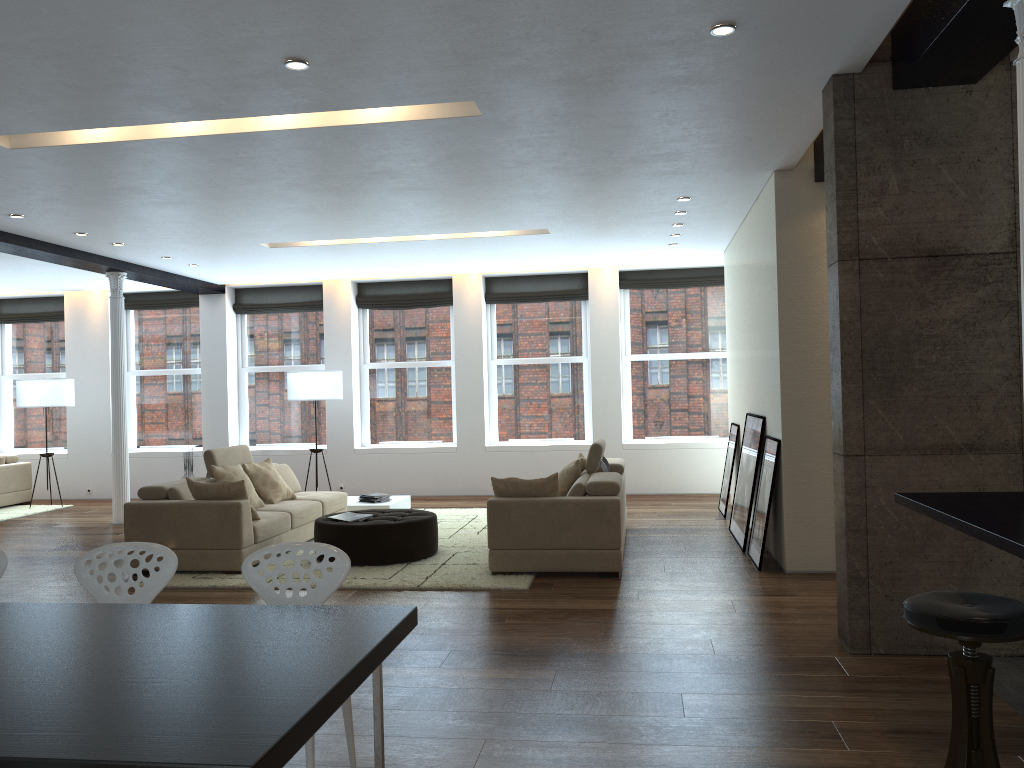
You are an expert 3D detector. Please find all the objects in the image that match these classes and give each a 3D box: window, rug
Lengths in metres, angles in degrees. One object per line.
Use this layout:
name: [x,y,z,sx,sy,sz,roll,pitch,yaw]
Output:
window: [0.378,-0.297,12.238,1.443,2.400,0.123,-2,-1,8]
rug: [-1.061,1.496,8.539,2.972,0.020,4.231,-2,-1,8]
window: [-7.100,-0.095,13.317,1.345,2.400,0.123,-2,-1,8]
window: [2.260,-0.348,11.966,1.563,2.400,0.123,-2,-1,8]
window: [-3.262,-0.199,12.763,1.432,2.400,0.123,-2,-1,8]
window: [-1.445,-0.248,12.501,1.442,2.400,0.123,-2,-1,8]
rug: [-8.253,1.703,10.866,4.231,0.020,2.972,-2,-1,8]
window: [-5.054,-0.150,13.021,1.391,2.400,0.123,-2,-1,8]

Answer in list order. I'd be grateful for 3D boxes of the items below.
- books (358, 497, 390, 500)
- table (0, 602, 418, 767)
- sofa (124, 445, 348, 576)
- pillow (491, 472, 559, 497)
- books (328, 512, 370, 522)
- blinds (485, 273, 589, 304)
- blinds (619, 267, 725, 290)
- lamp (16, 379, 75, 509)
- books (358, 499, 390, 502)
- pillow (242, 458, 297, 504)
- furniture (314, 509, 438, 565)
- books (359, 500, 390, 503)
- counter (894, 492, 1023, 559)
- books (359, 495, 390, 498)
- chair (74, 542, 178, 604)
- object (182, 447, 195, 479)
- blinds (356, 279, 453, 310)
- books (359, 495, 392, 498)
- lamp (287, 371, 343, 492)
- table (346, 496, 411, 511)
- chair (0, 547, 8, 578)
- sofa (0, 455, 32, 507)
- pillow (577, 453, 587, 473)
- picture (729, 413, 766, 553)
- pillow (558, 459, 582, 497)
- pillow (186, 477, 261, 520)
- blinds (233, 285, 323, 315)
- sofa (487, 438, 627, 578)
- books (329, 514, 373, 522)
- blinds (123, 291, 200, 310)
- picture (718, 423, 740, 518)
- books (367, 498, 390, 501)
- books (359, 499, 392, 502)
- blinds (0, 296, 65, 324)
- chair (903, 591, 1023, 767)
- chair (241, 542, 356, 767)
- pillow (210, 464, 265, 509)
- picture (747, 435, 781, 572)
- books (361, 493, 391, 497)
books: [-1.579,1.301,10.156,0.300,0.010,0.220,-2,-1,33]
table: [-2.054,1.105,2.432,3.400,0.733,1.200,-2,-1,8]
sofa: [-2.435,1.064,8.305,1.021,0.950,2.581,-2,-1,8]
pillow: [0.111,0.878,6.913,0.518,0.393,0.395,-2,-1,5]
books: [-1.376,1.122,7.480,0.301,0.040,0.220,-2,-1,43]
blinds: [0.344,-1.312,12.185,1.442,0.393,0.156,-2,-1,8]
blinds: [2.225,-1.418,11.914,1.563,0.275,0.156,-2,-1,8]
lamp: [-6.264,0.804,11.939,0.698,1.728,0.698,-2,-1,32]
books: [-1.579,1.320,10.156,0.300,0.010,0.220,-2,-1,43]
pillow: [-2.386,0.947,8.673,0.368,0.416,0.519,-2,-1,13]
furniture: [-1.169,1.304,7.664,1.057,0.355,1.057,-2,-1,10]
books: [-1.578,1.340,10.156,0.300,0.010,0.220,-2,-1,43]
counter: [1.820,0.448,1.784,1.000,0.040,3.700,-2,-1,8]
books: [-1.580,1.282,10.156,0.300,0.010,0.220,-2,-1,43]
chair: [-1.539,1.048,3.272,0.495,0.835,0.581,-2,-1,8]
object: [-4.283,1.229,11.755,0.458,0.781,0.458,-2,-1,7]
blinds: [-1.478,-1.256,12.448,1.439,0.424,0.156,-2,-1,8]
books: [-1.562,1.291,10.175,0.300,0.010,0.220,-2,-1,23]
lamp: [-2.515,0.703,11.398,0.698,1.728,0.698,-2,-1,32]
table: [-1.725,1.435,10.269,0.900,0.170,0.900,-2,-1,8]
chair: [-2.267,1.068,3.386,0.495,0.835,0.581,-2,-1,8]
sofa: [-8.065,1.245,12.120,2.581,0.950,1.018,-2,-1,8]
pillow: [0.532,0.868,8.252,0.368,0.416,0.519,-2,-1,4]
picture: [2.113,0.848,8.007,0.225,1.140,1.183,-2,-1,8]
pillow: [0.455,0.854,7.632,0.301,0.439,0.534,-2,-1,5]
pillow: [-2.361,0.945,7.270,0.518,0.393,0.395,-2,-1,12]
blinds: [-3.299,-1.213,12.695,1.431,0.395,0.183,-2,-1,8]
sofa: [0.481,0.985,7.884,1.021,0.950,2.581,-2,-1,8]
books: [-1.358,1.129,7.499,0.300,0.031,0.219,-2,-1,23]
blinds: [-5.091,-1.224,12.970,1.396,0.275,0.156,-2,-1,8]
picture: [2.380,0.932,9.741,0.195,0.988,0.700,-2,-1,8]
books: [-1.562,1.311,10.174,0.220,0.010,0.300,-1,-1,-32]
books: [-1.561,1.330,10.174,0.300,0.010,0.220,-2,-1,28]
blinds: [-7.136,-1.110,13.264,1.342,0.393,0.156,-2,-1,8]
chair: [-1.683,1.255,4.027,21.556,0.952,16.134,-2,-1,8]
chair: [-0.845,1.029,3.168,0.495,0.835,0.581,-2,-1,8]
pillow: [-2.488,0.933,8.056,0.301,0.439,0.534,-2,-1,12]
picture: [1.982,0.917,6.994,0.195,0.988,0.700,-2,-1,8]
books: [-1.563,1.272,10.175,0.220,0.010,0.300,-1,-1,-42]
